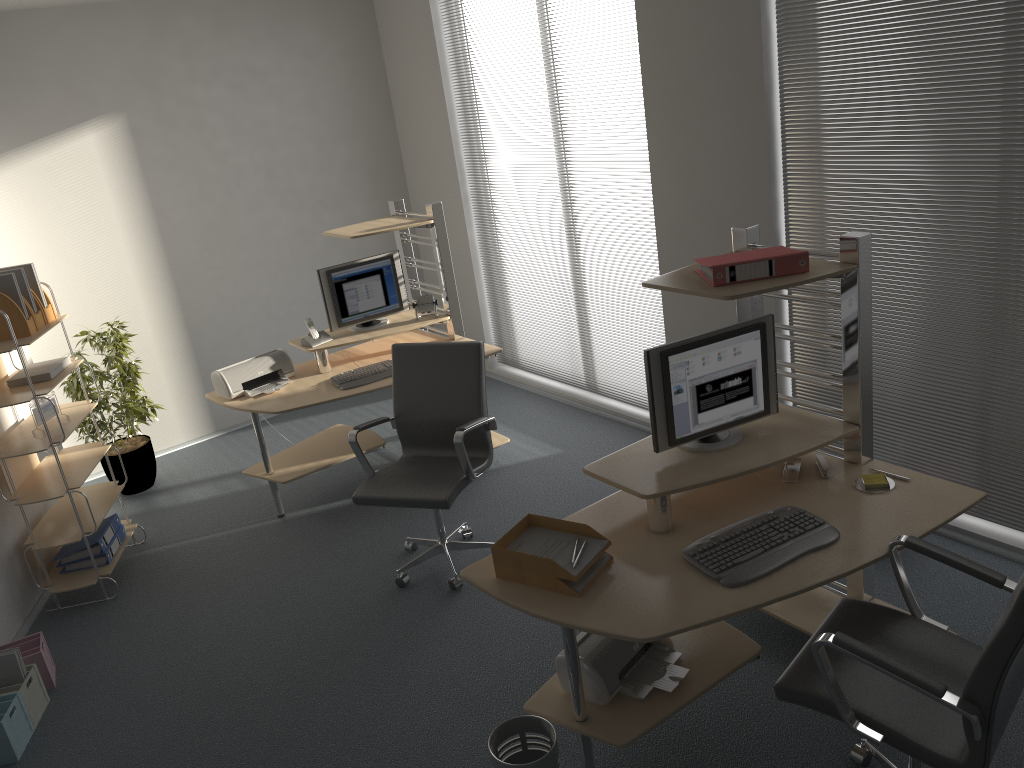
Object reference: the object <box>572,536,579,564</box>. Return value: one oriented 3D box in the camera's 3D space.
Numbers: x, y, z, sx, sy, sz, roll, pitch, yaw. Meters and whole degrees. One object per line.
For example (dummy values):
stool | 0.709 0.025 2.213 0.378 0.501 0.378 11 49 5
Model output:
object | 0.199 0.521 2.789 0.008 0.009 0.159 -5 20 12

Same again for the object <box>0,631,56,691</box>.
object | -2.167 1.262 3.898 0.245 0.202 0.185 -17 21 -22

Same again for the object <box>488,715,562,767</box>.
object | 0.058 1.243 2.730 0.208 0.377 0.208 -5 20 11

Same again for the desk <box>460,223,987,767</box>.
desk | 0.678 0.440 2.890 1.469 1.566 0.967 -21 23 -30

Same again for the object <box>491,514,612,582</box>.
object | 0.125 0.513 2.818 0.309 0.060 0.225 5 24 34

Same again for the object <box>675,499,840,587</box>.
object | 0.661 0.457 3.030 0.478 0.082 0.814 -18 22 -23

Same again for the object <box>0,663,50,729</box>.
object | -2.106 1.328 3.690 0.245 0.202 0.185 -11 20 -5

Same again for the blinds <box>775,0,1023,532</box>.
blinds | 1.863 -0.700 3.463 0.022 2.770 1.950 -21 23 -30

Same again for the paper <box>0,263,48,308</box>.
paper | -2.486 -0.449 4.489 0.213 0.297 0.045 -10 20 -2

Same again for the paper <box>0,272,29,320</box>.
paper | -2.456 -0.368 4.256 0.213 0.297 0.045 -11 20 -7

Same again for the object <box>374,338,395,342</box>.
object | -0.643 -0.224 5.451 0.168 0.088 0.742 -20 23 -28

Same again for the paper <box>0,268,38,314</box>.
paper | -2.475 -0.408 4.372 0.213 0.297 0.045 -11 20 -4

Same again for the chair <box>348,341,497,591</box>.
chair | -0.394 0.397 4.233 0.584 1.048 0.652 -1 21 22

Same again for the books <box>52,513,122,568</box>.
books | -2.265 0.829 4.728 0.263 0.100 0.320 -10 20 -4

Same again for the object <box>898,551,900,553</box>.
object | 1.681 0.617 4.008 0.185 0.202 0.245 7 25 37

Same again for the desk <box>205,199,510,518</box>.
desk | -0.924 -0.118 5.110 1.469 1.566 0.967 -21 23 -30

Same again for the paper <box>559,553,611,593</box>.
paper | 0.136 0.577 2.841 0.297 0.019 0.210 5 24 34

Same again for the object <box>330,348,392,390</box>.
object | -0.901 -0.110 5.257 0.478 0.082 0.814 -18 22 -23

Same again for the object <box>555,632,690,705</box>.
object | 0.410 0.895 2.992 0.351 0.162 0.438 8 26 39

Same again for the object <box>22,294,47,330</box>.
object | -2.468 -0.383 4.360 0.243 0.259 0.113 -11 20 -4

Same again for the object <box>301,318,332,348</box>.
object | -1.162 -0.312 5.200 0.119 0.151 0.150 9 26 40

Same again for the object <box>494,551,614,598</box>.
object | 0.133 0.566 2.837 0.309 0.060 0.225 5 24 34

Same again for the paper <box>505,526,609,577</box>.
paper | 0.128 0.529 2.823 0.297 0.010 0.210 5 24 34

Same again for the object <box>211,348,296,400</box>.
object | -1.437 -0.053 5.060 0.438 0.162 0.351 -25 25 -38

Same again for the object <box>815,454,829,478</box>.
object | 1.116 0.292 3.189 0.022 0.042 0.134 -6 20 9

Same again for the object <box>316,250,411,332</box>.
object | -0.897 -0.555 5.359 0.516 0.418 0.245 -15 21 -16

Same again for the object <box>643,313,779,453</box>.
object | 0.695 -0.002 3.158 0.516 0.418 0.245 -12 20 -10

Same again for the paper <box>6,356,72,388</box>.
paper | -2.405 -0.063 4.518 0.213 0.046 0.297 -11 20 -5

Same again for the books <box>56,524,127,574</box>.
books | -2.247 0.879 4.747 0.262 0.072 0.320 -10 20 -4

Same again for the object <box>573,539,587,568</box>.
object | 0.211 0.529 2.762 0.008 0.009 0.159 -1 21 20

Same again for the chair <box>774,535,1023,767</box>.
chair | 1.133 0.809 2.446 0.652 1.048 0.584 9 27 41

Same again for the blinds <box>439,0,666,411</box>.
blinds | 0.256 -1.260 5.688 0.037 2.749 1.950 -21 23 -30

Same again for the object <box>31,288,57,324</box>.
object | -2.480 -0.424 4.477 0.243 0.259 0.113 -10 20 -2

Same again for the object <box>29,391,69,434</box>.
object | -2.355 0.141 4.484 0.077 0.161 0.192 -4 20 13

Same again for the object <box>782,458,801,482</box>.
object | 1.012 0.290 3.207 0.054 0.064 0.159 0 22 23

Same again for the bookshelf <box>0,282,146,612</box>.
bookshelf | -2.351 0.311 4.552 0.381 1.572 0.724 -11 20 -5

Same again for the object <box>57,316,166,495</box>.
object | -2.538 0.155 5.699 0.544 1.147 0.644 -10 20 -3

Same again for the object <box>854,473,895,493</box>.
object | 1.244 0.333 3.045 0.132 0.026 0.132 -21 23 -30

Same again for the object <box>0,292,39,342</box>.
object | -2.448 -0.344 4.244 0.243 0.259 0.113 -11 20 -7

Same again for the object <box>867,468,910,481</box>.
object | 1.311 0.314 3.091 0.011 0.011 0.158 -22 24 -33

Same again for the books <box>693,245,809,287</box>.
books | 0.813 -0.421 3.040 0.320 0.072 0.262 -9 20 0

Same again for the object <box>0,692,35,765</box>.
object | -2.078 1.387 3.516 0.245 0.202 0.185 -11 20 -5

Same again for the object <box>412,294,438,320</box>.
object | -0.521 -0.469 5.375 0.154 0.135 0.093 -7 20 4

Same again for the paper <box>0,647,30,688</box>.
paper | -2.119 1.258 3.680 0.220 0.306 0.068 -11 20 -5
